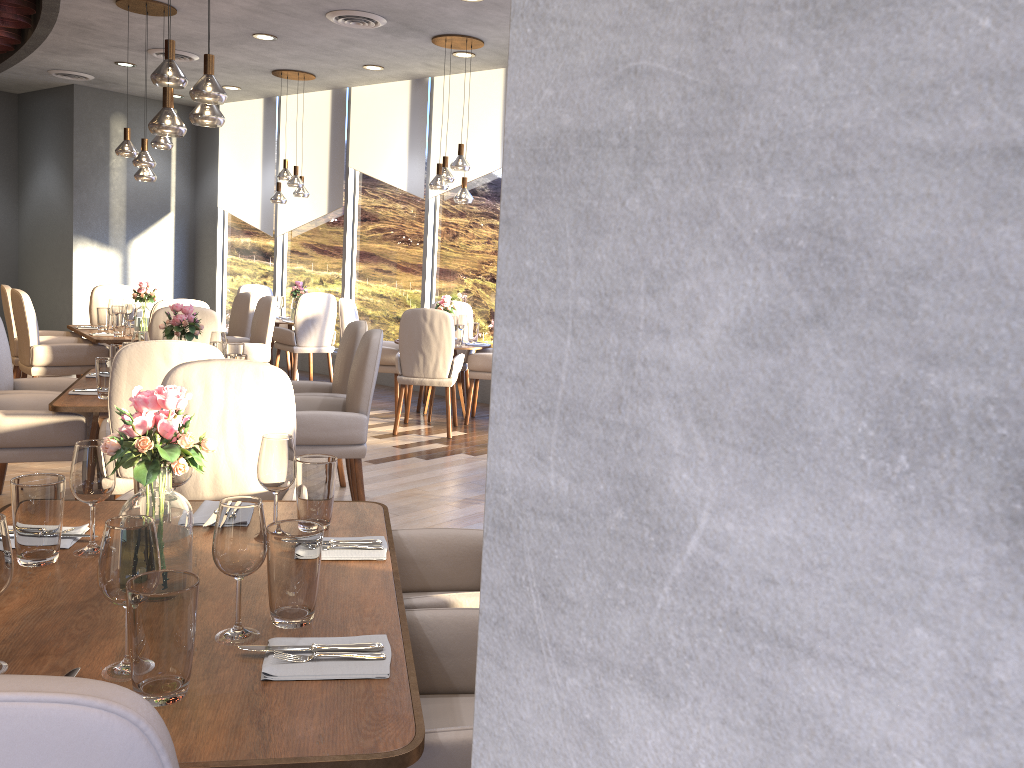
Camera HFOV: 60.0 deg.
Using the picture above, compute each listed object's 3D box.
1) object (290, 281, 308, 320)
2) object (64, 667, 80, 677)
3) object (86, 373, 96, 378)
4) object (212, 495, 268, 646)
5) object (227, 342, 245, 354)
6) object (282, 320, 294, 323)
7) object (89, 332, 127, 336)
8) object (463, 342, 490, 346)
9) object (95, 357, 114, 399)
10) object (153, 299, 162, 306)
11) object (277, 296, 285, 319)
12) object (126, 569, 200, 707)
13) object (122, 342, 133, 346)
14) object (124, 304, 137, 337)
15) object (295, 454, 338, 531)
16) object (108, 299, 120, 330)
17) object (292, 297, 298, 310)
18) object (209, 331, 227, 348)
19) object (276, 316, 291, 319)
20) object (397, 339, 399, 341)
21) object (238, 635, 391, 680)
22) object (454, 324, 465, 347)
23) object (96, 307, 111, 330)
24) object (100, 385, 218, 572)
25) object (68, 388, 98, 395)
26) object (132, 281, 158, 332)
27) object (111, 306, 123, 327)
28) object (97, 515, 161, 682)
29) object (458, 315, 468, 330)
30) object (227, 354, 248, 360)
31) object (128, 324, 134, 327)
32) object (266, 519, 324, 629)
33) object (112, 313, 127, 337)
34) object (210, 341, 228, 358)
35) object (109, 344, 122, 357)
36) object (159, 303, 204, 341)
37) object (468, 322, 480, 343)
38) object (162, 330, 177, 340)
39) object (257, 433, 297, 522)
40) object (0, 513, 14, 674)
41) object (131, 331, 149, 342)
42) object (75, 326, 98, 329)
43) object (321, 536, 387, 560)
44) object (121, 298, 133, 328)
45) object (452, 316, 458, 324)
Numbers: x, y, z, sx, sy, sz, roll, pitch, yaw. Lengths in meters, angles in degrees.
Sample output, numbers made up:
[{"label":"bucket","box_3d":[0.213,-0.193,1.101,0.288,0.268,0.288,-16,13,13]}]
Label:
[{"label":"object","box_3d":[-2.276,-0.889,9.440,0.198,0.414,0.211,0,7,-29]},{"label":"object","box_3d":[-0.673,0.462,1.252,0.157,0.019,0.256,2,8,-11]},{"label":"object","box_3d":[-2.065,-0.049,4.593,0.255,0.019,0.158,1,8,-17]},{"label":"object","box_3d":[-0.474,0.322,1.540,0.092,0.244,0.092,5,6,16]},{"label":"object","box_3d":[-1.521,-0.135,4.857,0.102,0.178,0.102,3,6,-3]},{"label":"object","box_3d":[-2.268,-0.650,9.136,0.157,0.019,0.256,-2,9,-35]},{"label":"object","box_3d":[-3.063,-0.382,6.725,0.255,0.019,0.158,-2,9,-34]},{"label":"object","box_3d":[-0.315,-0.346,7.619,0.255,0.019,0.158,4,7,7]},{"label":"object","box_3d":[-1.783,-0.025,3.909,0.102,0.178,0.102,8,8,38]},{"label":"object","box_3d":[-2.986,-0.591,7.490,0.092,0.244,0.092,6,7,29]},{"label":"object","box_3d":[-2.470,-0.814,9.442,0.092,0.244,0.092,1,6,-17]},{"label":"object","box_3d":[-0.523,0.380,1.324,0.102,0.178,0.102,1,6,-15]},{"label":"object","box_3d":[-1.717,-0.066,3.994,0.092,0.244,0.092,6,6,24]},{"label":"object","box_3d":[-2.891,-0.484,6.715,0.092,0.244,0.092,0,7,-32]},{"label":"object","box_3d":[-0.485,0.270,2.185,0.102,0.178,0.102,3,6,-3]},{"label":"object","box_3d":[-3.225,-0.563,7.177,0.092,0.244,0.092,4,6,8]},{"label":"object","box_3d":[-2.263,-0.783,9.290,0.092,0.244,0.092,6,7,29]},{"label":"object","box_3d":[-1.581,-0.159,4.764,0.092,0.244,0.092,-2,7,-38]},{"label":"object","box_3d":[-2.482,-0.725,9.618,0.157,0.019,0.256,-2,9,-36]},{"label":"object","box_3d":[-0.865,-0.386,7.693,0.255,0.019,0.158,4,7,3]},{"label":"object","box_3d":[-0.330,0.451,1.482,0.255,0.019,0.158,2,7,-9]},{"label":"object","box_3d":[-0.450,-0.405,7.398,0.102,0.178,0.102,9,8,43]},{"label":"object","box_3d":[-3.262,-0.519,7.077,0.102,0.178,0.102,1,6,-18]},{"label":"object","box_3d":[-0.688,0.206,1.710,0.210,0.414,0.198,5,6,16]},{"label":"object","box_3d":[-1.882,0.031,4.053,0.255,0.019,0.158,1,8,-17]},{"label":"object","box_3d":[-2.936,-0.618,7.089,0.210,0.414,0.198,-2,8,-39]},{"label":"object","box_3d":[-3.304,-0.565,7.414,0.102,0.178,0.102,7,7,33]},{"label":"object","box_3d":[-0.602,0.334,1.393,0.092,0.244,0.092,0,7,-31]},{"label":"object","box_3d":[-0.433,-0.478,7.716,0.092,0.244,0.092,3,6,4]},{"label":"object","box_3d":[-1.343,-0.054,4.316,0.102,0.178,0.102,3,6,-3]},{"label":"object","box_3d":[-3.202,-0.497,7.550,0.157,0.019,0.256,-2,9,-33]},{"label":"object","box_3d":[-0.399,0.348,1.622,0.102,0.178,0.102,3,6,-3]},{"label":"object","box_3d":[-2.928,-0.440,6.615,0.102,0.178,0.102,4,6,12]},{"label":"object","box_3d":[-1.404,-0.079,4.223,0.092,0.244,0.092,3,6,1]},{"label":"object","box_3d":[-1.967,-0.106,4.449,0.102,0.178,0.102,3,6,-1]},{"label":"object","box_3d":[-1.629,-0.194,4.383,0.210,0.414,0.198,3,6,-4]},{"label":"object","box_3d":[-0.340,-0.448,7.774,0.102,0.178,0.102,7,7,33]},{"label":"object","box_3d":[-1.818,-0.165,4.715,0.092,0.244,0.092,-1,7,-36]},{"label":"object","box_3d":[-0.559,0.244,2.104,0.092,0.244,0.092,8,7,38]},{"label":"object","box_3d":[-0.820,0.326,1.366,0.092,0.244,0.092,7,7,34]},{"label":"object","box_3d":[-1.901,-0.146,4.534,0.092,0.244,0.092,6,7,30]},{"label":"object","box_3d":[-3.397,-0.460,7.187,0.255,0.019,0.158,-2,9,-34]},{"label":"object","box_3d":[-0.415,0.372,2.045,0.255,0.019,0.158,2,7,-9]},{"label":"object","box_3d":[-3.199,-0.587,7.374,0.092,0.244,0.092,0,7,-30]},{"label":"object","box_3d":[-0.502,-0.452,7.489,0.092,0.244,0.092,7,7,32]}]
